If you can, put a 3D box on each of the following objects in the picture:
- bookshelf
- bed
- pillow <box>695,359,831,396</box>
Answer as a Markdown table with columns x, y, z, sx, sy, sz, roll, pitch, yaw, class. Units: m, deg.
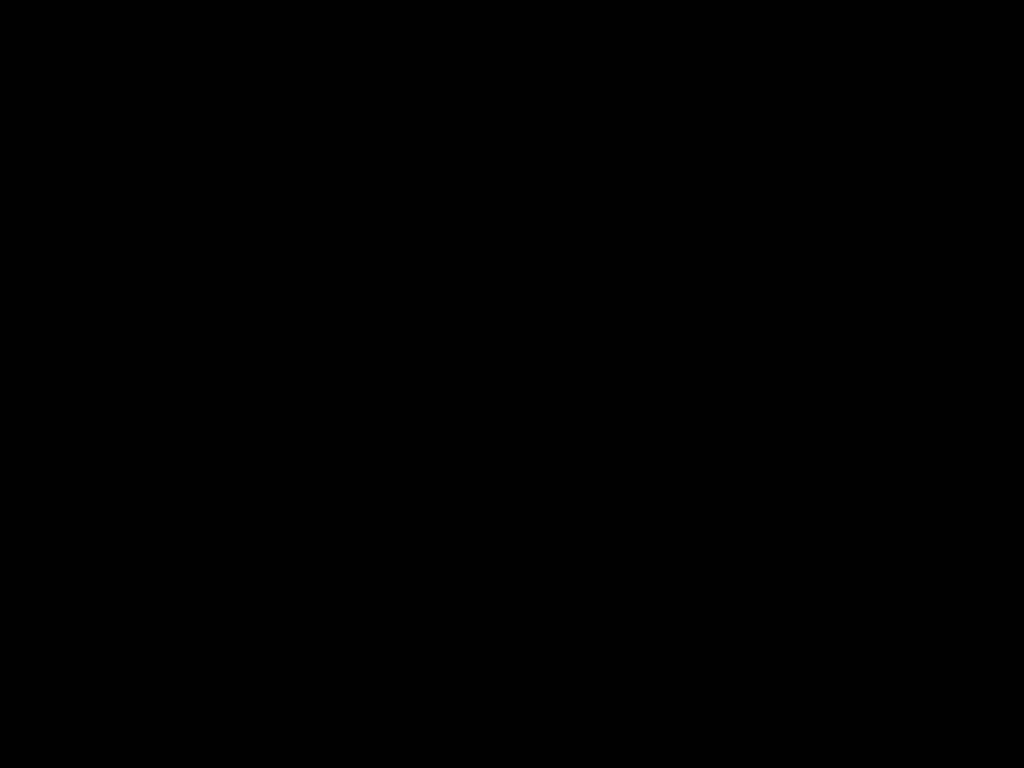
| x | y | z | sx | sy | sz | roll | pitch | yaw | class |
| --- | --- | --- | --- | --- | --- | --- | --- | --- | --- |
| 0.190 | 0.091 | 2.587 | 1.495 | 0.303 | 0.643 | 12 | 0 | 10 | bookshelf |
| -0.049 | -0.328 | 0.793 | 2.087 | 0.994 | 3.009 | 12 | 0 | 10 | bed |
| 0.511 | -0.110 | 2.287 | 0.498 | 0.241 | 0.470 | 13 | 0 | -25 | pillow |
